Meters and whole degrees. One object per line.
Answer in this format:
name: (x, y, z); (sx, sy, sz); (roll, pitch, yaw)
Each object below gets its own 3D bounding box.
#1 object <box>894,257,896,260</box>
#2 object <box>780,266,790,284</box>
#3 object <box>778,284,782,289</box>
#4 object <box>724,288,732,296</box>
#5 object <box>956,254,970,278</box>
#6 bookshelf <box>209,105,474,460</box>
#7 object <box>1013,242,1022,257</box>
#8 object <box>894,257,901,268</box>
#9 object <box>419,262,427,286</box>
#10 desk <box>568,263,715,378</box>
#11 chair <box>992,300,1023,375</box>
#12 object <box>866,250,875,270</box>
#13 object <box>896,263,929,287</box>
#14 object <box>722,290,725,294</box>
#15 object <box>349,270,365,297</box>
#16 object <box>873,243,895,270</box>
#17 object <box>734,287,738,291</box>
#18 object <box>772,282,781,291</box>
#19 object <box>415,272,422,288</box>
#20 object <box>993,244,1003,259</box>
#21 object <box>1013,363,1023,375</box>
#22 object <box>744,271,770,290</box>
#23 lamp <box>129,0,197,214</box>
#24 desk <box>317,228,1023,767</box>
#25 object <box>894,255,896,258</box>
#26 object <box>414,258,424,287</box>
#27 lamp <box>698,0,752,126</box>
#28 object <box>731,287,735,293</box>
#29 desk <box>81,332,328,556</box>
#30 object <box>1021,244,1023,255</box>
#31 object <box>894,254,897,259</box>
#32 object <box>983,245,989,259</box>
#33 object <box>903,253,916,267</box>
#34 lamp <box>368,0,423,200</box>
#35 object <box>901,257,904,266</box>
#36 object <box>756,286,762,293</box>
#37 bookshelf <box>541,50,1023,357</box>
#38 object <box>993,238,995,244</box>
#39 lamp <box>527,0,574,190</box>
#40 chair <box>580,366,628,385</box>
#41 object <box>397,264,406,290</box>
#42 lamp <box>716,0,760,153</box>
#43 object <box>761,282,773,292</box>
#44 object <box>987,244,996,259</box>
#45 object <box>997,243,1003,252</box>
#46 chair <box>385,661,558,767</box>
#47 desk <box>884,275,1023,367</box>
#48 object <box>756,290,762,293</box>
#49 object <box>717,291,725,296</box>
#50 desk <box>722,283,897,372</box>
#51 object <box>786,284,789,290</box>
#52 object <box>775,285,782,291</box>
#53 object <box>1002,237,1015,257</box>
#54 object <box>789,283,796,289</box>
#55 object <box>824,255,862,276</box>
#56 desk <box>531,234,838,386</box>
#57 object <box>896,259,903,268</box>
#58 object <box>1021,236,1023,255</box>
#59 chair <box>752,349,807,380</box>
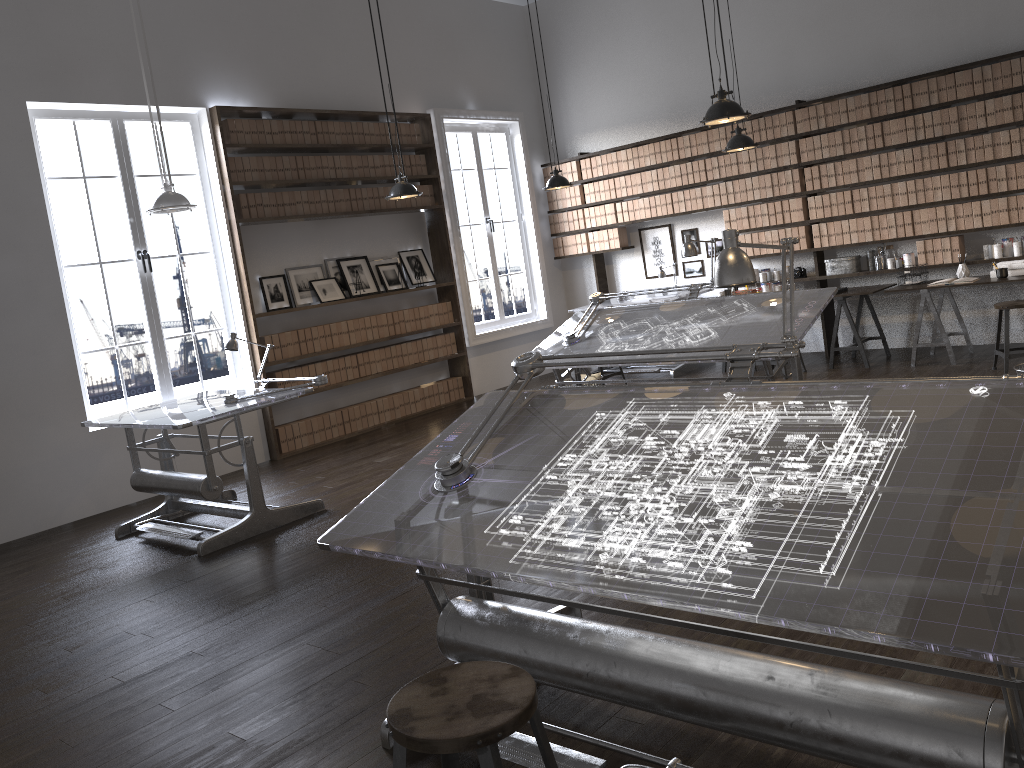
object: (3.493, -1.108, 8.039); (0.035, 0.102, 0.004); (-5, 6, 37)
object: (2.738, -1.088, 8.782); (0.107, 0.161, 0.237); (-8, 7, 7)
object: (2.628, -0.920, 8.647); (0.045, 0.100, 0.044); (-4, 7, 41)
object: (2.154, -0.944, 8.850); (0.069, 0.228, 0.068); (-4, 7, 39)
object: (3.857, -1.008, 7.582); (0.101, 0.208, 0.102); (-9, 6, -3)
bookshelf: (-1.521, -0.710, 8.505); (0.412, 3.706, 2.490); (-4, 7, 41)
object: (4.213, -1.123, 7.380); (0.062, 0.119, 0.062); (-8, 6, 10)
object: (3.541, -1.114, 8.119); (0.062, 0.093, 0.063); (-8, 6, 4)
object: (-0.921, -1.122, 9.058); (0.040, 0.261, 0.111); (-4, 7, 41)
desk: (1.440, -0.683, 9.430); (1.267, 1.093, 1.078); (-3, 9, 41)
chair: (3.814, -0.351, 6.634); (0.371, 0.525, 0.361); (-7, 6, 15)
object: (3.379, -1.161, 8.333); (0.078, 0.187, 0.079); (-7, 6, 21)
object: (3.503, -0.952, 7.736); (0.203, 0.160, 0.286); (-3, 9, 41)
object: (2.145, -0.895, 8.955); (0.070, 0.103, 0.070); (-4, 7, 37)
object: (-1.465, -0.942, 8.354); (0.040, 0.259, 0.175); (-4, 7, 41)
object: (3.428, -1.195, 8.177); (0.181, 0.270, 0.157); (-6, 6, 26)
object: (2.255, -0.976, 8.966); (0.069, 0.228, 0.068); (-4, 7, 39)
object: (2.600, -0.937, 8.711); (0.095, 0.127, 0.094); (-2, 9, 45)
object: (-0.950, -1.050, 8.923); (0.040, 0.165, 0.067); (-4, 7, 41)
object: (4.103, -1.119, 7.473); (0.062, 0.119, 0.062); (-8, 6, 2)
object: (2.996, 0.081, 4.903); (0.354, 0.376, 0.353); (-12, 7, -26)
object: (2.455, -1.031, 8.849); (0.346, 0.145, 0.077); (-12, 7, -26)
lamp: (-2.341, -2.213, 5.568); (0.310, 2.242, 0.315); (-7, 5, 21)
desk: (0.506, 0.290, 2.421); (2.066, 1.380, 1.084); (-2, 9, 41)
object: (3.496, -1.115, 8.055); (0.028, 0.126, 0.004); (-4, 7, 40)
object: (-0.948, -1.129, 8.986); (0.040, 0.303, 0.119); (-4, 7, 41)
lamp: (1.104, -2.674, 5.183); (0.314, 2.242, 0.311); (-11, 6, -28)
object: (2.199, -0.962, 8.903); (0.069, 0.236, 0.068); (-4, 7, 39)
desk: (-1.882, 0.292, 5.685); (1.267, 1.183, 1.179); (-3, 9, 41)
object: (4.269, -1.127, 7.449); (0.054, 0.101, 0.054); (-12, 7, -31)
object: (3.501, -1.123, 8.054); (0.041, 0.124, 0.008); (-5, 6, 30)
object: (4.086, -1.135, 7.609); (0.062, 0.119, 0.062); (-9, 6, -7)
object: (3.589, -1.118, 8.001); (0.094, 0.127, 0.095); (-14, 8, -41)
lamp: (-1.042, -2.618, 7.074); (0.310, 2.242, 0.315); (-7, 5, 21)
object: (3.568, -1.111, 8.067); (0.045, 0.100, 0.044); (-3, 8, 44)
object: (2.421, -0.898, 8.678); (0.049, 0.111, 0.049); (-4, 7, 38)
bookshelf: (4.121, -1.173, 7.647); (9.164, 3.192, 0.376); (-2, 8, 41)
object: (4.147, -1.166, 7.583); (0.041, 0.168, 0.009); (-3, 7, 45)
lamp: (0.288, -3.030, 8.604); (0.310, 2.242, 0.315); (-7, 5, 21)
chair: (0.858, -0.196, 8.687); (0.360, 0.525, 0.371); (-13, 8, -40)
object: (-1.101, -1.057, 8.794); (0.040, 0.259, 0.125); (-4, 7, 41)
lamp: (1.749, -3.070, 7.321); (0.310, 2.242, 0.315); (-7, 5, 21)
object: (2.494, -0.920, 8.662); (0.104, 0.141, 0.104); (-4, 7, 34)
object: (4.090, -1.126, 7.542); (0.063, 0.117, 0.063); (-9, 6, -7)
object: (4.143, -1.132, 7.520); (0.045, 0.127, 0.044); (-4, 7, 42)
chair: (-0.064, 0.900, 1.838); (0.357, 0.525, 0.374); (-6, 6, 20)
desk: (4.038, -0.542, 7.227); (1.666, 0.666, 0.660); (-2, 9, 41)
object: (2.445, -0.899, 8.744); (0.060, 0.088, 0.060); (-4, 7, 37)
object: (2.102, -0.880, 8.892); (0.069, 0.104, 0.068); (-14, 8, -43)
desk: (2.717, -0.507, 8.392); (1.666, 0.666, 0.660); (-2, 9, 41)
object: (2.658, -0.917, 8.598); (0.062, 0.093, 0.063); (-8, 6, 1)
object: (2.588, -0.907, 8.601); (0.062, 0.094, 0.062); (-9, 6, -8)
object: (4.207, -1.155, 7.501); (0.094, 0.161, 0.094); (-4, 7, 38)
object: (2.724, -0.927, 8.603); (0.062, 0.094, 0.062); (-8, 6, 1)
object: (3.149, -1.127, 8.424); (0.316, 0.152, 0.194); (-2, 9, 41)
desk: (1.036, -0.310, 6.146); (2.276, 1.380, 1.084); (-2, 9, 41)
object: (3.563, -1.108, 8.078); (0.182, 0.093, 0.062); (-14, 8, -34)
object: (4.311, -1.160, 7.424); (0.094, 0.161, 0.207); (-3, 9, 43)
chair: (2.380, -0.326, 7.990); (0.360, 0.525, 0.371); (-13, 8, -40)
